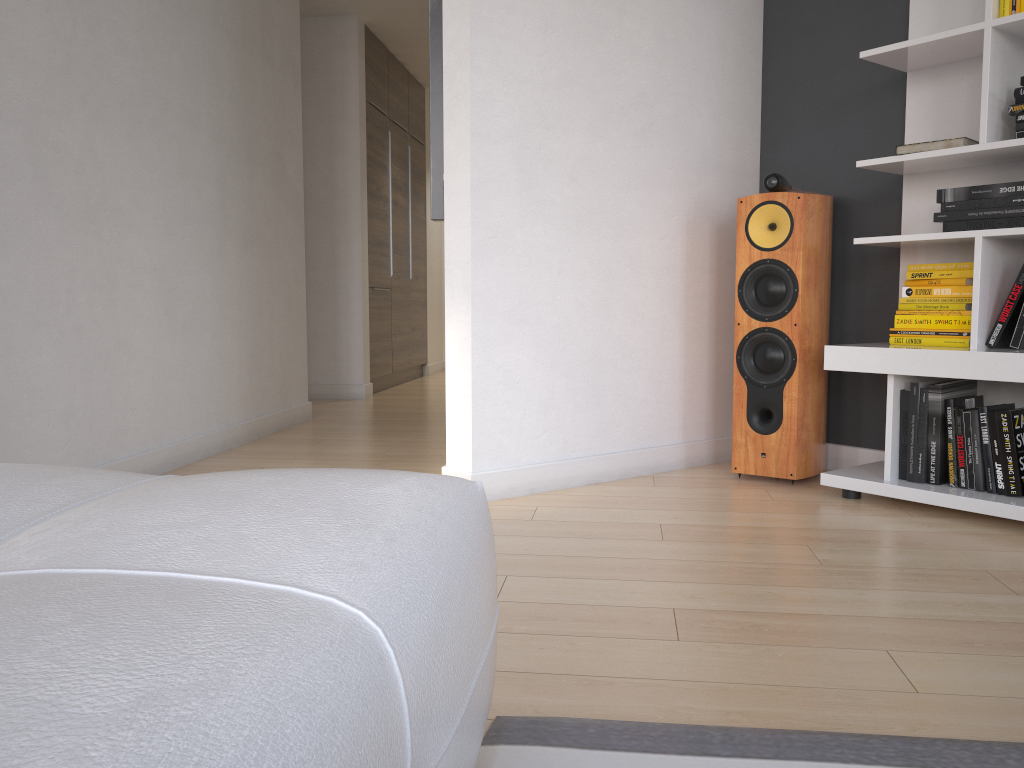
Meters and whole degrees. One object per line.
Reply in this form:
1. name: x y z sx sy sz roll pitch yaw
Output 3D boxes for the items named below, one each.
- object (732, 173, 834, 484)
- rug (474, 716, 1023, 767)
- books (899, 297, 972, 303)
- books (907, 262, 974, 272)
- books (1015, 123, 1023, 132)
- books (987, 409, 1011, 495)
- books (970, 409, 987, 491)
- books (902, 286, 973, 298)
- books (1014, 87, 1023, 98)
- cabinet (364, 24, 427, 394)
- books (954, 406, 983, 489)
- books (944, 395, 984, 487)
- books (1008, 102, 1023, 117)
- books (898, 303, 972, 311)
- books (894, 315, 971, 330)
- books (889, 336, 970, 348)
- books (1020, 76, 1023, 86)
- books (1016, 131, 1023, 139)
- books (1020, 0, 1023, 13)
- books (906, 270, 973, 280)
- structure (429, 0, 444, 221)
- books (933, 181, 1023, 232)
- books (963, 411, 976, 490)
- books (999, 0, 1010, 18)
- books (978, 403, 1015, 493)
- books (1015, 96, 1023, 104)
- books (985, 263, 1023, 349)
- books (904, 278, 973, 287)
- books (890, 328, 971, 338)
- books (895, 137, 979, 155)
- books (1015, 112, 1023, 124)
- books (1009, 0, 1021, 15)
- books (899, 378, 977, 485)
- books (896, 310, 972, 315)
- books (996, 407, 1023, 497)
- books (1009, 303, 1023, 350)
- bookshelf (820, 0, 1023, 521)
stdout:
1. object: 1.020 -0.204 3.270 0.290 1.088 0.434 4 6 37
2. rug: 0.643 0.617 0.116 1.662 0.016 2.326 1 5 7
3. books: 1.423 -0.271 2.876 0.180 0.019 0.251 -4 6 -37
4. books: 1.441 -0.377 2.877 0.171 0.024 0.234 -3 6 -33
5. books: 1.613 -0.737 2.518 0.189 0.025 0.270 -4 7 -39
6. books: 1.478 0.198 2.631 0.177 0.242 0.066 -4 6 -38
7. books: 1.439 0.193 2.675 0.169 0.242 0.050 -4 7 -38
8. books: 1.428 -0.297 2.864 0.185 0.035 0.250 -4 6 -34
9. books: 1.636 -0.848 2.534 0.214 0.030 0.284 -3 6 -29
10. cabinet: -0.878 -1.233 6.889 0.054 2.496 1.806 1 5 7
11. books: 1.422 0.192 2.721 0.189 0.240 0.053 -4 6 -37
12. books: 1.406 0.174 2.747 0.202 0.268 0.053 -4 6 -38
13. books: 1.616 -0.796 2.527 0.214 0.030 0.284 -3 6 -29
14. books: 1.401 -0.250 2.877 0.152 0.024 0.228 -3 6 -33
15. books: 1.414 -0.202 2.875 0.198 0.044 0.255 -4 6 -37
16. books: 1.404 -0.139 2.870 0.204 0.029 0.270 -3 6 -33
17. books: 1.615 -0.874 2.514 0.180 0.026 0.246 -3 6 -30
18. books: 1.611 -0.712 2.520 0.189 0.026 0.263 -4 7 -39
19. books: 1.554 -1.183 2.583 0.198 0.255 0.044 -4 6 -37
20. books: 1.428 -0.350 2.856 0.171 0.024 0.234 -3 6 -33
21. structure: 1.387 -1.976 4.660 2.823 4.339 4.190 1 5 7
22. books: 1.523 -0.532 2.714 0.277 0.137 0.343 -4 6 -37
23. books: 1.432 0.195 2.698 0.170 0.236 0.049 -4 6 -37
24. books: 1.505 -1.194 2.623 0.204 0.270 0.029 -4 6 -37
25. books: 1.466 0.189 2.659 0.193 0.255 0.066 -4 7 -38
26. books: 1.618 -0.821 2.528 0.189 0.020 0.264 -4 6 -34
27. books: 1.560 -0.250 2.680 0.232 0.284 0.142 -4 6 -38
28. books: 1.426 -0.327 2.867 0.167 0.023 0.238 -2 6 -22
29. books: 1.409 -0.167 2.876 0.213 0.025 0.269 -4 6 -35
30. books: 1.382 -0.741 2.826 0.266 0.030 0.209 -5 7 -44
31. books: 1.624 -0.766 2.533 0.209 0.030 0.266 -4 7 -39
32. books: 1.528 -1.192 2.607 0.213 0.270 0.025 -4 6 -37
33. books: 1.355 0.146 2.819 0.259 0.321 0.128 -4 6 -37
34. books: 1.424 -0.232 2.883 0.198 0.015 0.263 -4 6 -34
35. books: 1.502 0.196 2.606 0.191 0.249 0.083 -4 6 -37
36. books: 1.578 -0.248 2.628 0.210 0.289 0.100 -4 7 -38
37. bookshelf: 2.112 -0.558 1.793 0.455 2.052 3.000 -4 6 -37
